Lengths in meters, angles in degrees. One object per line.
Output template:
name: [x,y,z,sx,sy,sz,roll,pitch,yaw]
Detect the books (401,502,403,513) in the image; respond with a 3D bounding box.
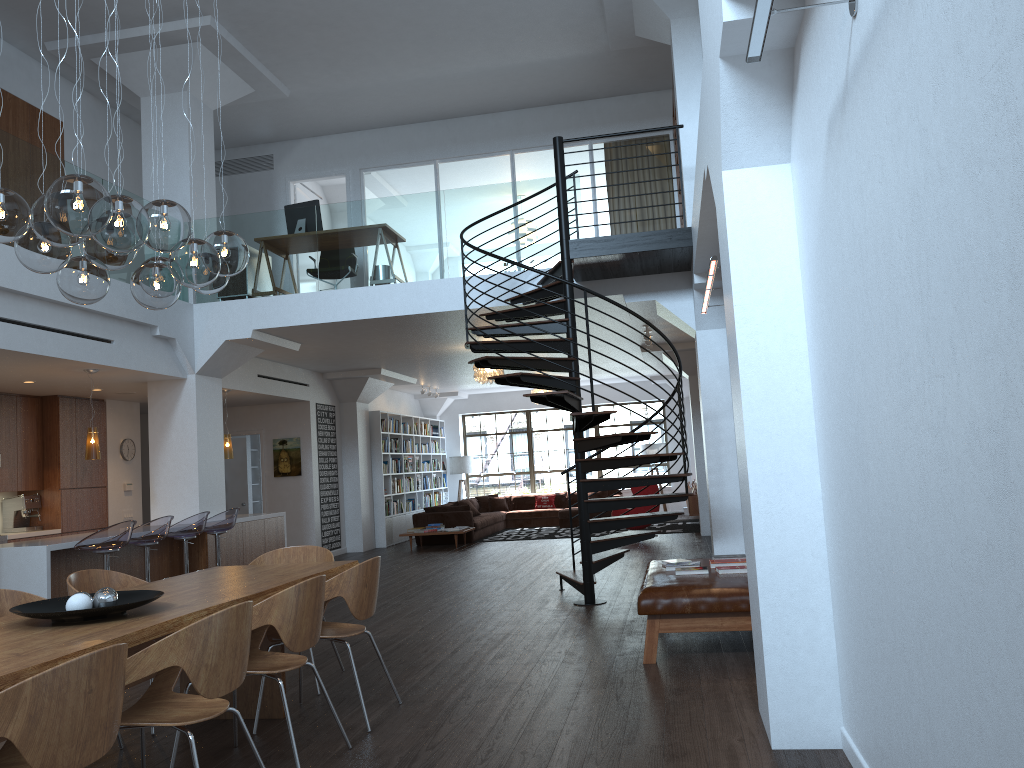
books: [-2.158,2.319,16.719,0.174,0.236,0.142,-4,-5,10]

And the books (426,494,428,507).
books: [-1.840,2.432,18.431,0.176,0.290,0.053,-4,-5,10]

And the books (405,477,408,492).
books: [-2.112,1.945,17.120,0.176,0.290,0.053,-4,-5,10]

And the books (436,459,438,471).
books: [-1.713,1.783,19.454,0.183,0.253,0.042,-5,-5,10]

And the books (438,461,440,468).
books: [-1.678,1.818,19.594,0.161,0.207,0.135,-4,-5,10]

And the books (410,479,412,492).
books: [-2.061,1.982,17.351,0.183,0.253,0.034,-4,-5,10]

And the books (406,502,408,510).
books: [-2.082,2.377,17.120,0.134,0.184,0.030,-5,-5,10]

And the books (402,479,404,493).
books: [-2.159,1.942,16.860,0.183,0.253,0.034,-5,-5,10]

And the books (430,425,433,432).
books: [-1.818,1.018,19.290,0.183,0.253,0.042,-5,-5,10]

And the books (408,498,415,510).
books: [-1.993,2.392,17.597,0.140,0.231,0.042,-5,-5,10]

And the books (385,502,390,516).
books: [-2.301,2.248,15.965,0.183,0.253,0.042,-5,-5,10]

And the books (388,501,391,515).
books: [-2.285,2.255,16.046,0.180,0.251,0.048,-5,-5,10]

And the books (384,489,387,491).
books: [-2.364,1.908,15.904,0.174,0.032,0.254,-4,-5,5]

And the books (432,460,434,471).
books: [-1.770,1.761,19.108,0.174,0.240,0.054,-5,-5,10]

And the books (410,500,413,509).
books: [-2.014,2.393,17.430,0.146,0.202,0.027,-5,-5,10]

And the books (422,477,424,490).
books: [-1.905,2.053,18.217,0.182,0.255,0.077,-5,-5,10]

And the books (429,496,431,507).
books: [-1.807,2.473,18.624,0.174,0.240,0.045,-4,-5,10]

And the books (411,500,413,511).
books: [-2.028,2.391,17.405,0.146,0.202,0.027,-5,-5,10]

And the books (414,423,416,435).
books: [-2.046,0.920,17.972,0.174,0.236,0.136,-4,-5,10]

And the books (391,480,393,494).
books: [-2.280,1.893,16.225,0.189,0.247,0.057,-5,-5,10]

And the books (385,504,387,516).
books: [-2.319,2.250,15.810,0.161,0.223,0.032,-5,-5,10]

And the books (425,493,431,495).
books: [-1.794,2.454,18.699,0.176,0.290,0.036,-4,-5,10]

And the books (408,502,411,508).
books: [-2.035,2.398,17.315,0.126,0.173,0.032,-5,-5,10]

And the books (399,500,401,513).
books: [-2.174,2.303,16.632,0.183,0.253,0.042,-5,-5,10]

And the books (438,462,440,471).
books: [-1.697,1.799,19.541,0.174,0.236,0.142,-4,-5,10]

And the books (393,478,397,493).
books: [-2.236,1.894,16.492,0.176,0.290,0.053,-5,-5,10]

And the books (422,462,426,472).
books: [-1.874,1.728,18.506,0.140,0.206,0.042,-5,-5,10]

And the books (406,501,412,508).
books: [-2.028,2.394,17.372,0.139,0.191,0.036,-5,-5,10]

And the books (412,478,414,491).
books: [-2.042,1.998,17.531,0.183,0.253,0.034,-4,-5,10]

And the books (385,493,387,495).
books: [-2.357,1.975,15.902,0.197,0.035,0.284,-4,-5,0]

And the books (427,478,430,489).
books: [-1.826,2.095,18.651,0.174,0.242,0.105,-5,-5,10]

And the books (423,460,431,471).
books: [-1.807,1.745,18.869,0.140,0.231,0.042,-5,-5,10]

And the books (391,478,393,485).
books: [-2.255,1.871,16.274,0.140,0.298,0.044,-5,-5,10]

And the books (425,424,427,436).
books: [-1.898,0.977,18.781,0.183,0.253,0.034,-5,-5,10]

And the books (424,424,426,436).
books: [-1.910,0.974,18.700,0.171,0.246,0.057,-5,-5,10]

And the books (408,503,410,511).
books: [-2.050,2.393,17.215,0.120,0.167,0.020,-5,-5,10]

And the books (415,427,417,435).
books: [-2.027,0.938,18.023,0.161,0.207,0.130,-4,-5,9]

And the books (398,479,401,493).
books: [-2.194,1.929,16.694,0.183,0.253,0.034,-5,-5,10]

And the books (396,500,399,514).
books: [-2.200,2.294,16.508,0.160,0.251,0.039,-5,-5,10]

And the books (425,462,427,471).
books: [-1.862,1.738,18.544,0.139,0.191,0.036,-5,-5,10]

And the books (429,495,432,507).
books: [-1.790,2.469,18.661,0.183,0.253,0.034,-4,-5,10]

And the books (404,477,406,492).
books: [-2.140,1.940,17.013,0.198,0.284,0.066,-4,-5,10]

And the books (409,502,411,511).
books: [-2.040,2.398,17.287,0.122,0.169,0.023,-5,-5,10]

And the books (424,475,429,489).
books: [-1.849,2.064,18.568,0.176,0.293,0.125,-5,-5,10]

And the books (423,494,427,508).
books: [-1.868,2.426,18.324,0.198,0.284,0.066,-4,-5,10]

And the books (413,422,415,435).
books: [-2.061,0.904,17.887,0.183,0.253,0.042,-5,-5,10]

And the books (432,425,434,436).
books: [-1.804,1.022,19.332,0.183,0.253,0.042,-5,-5,10]

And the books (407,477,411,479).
books: [-2.065,1.967,17.388,0.176,0.290,0.036,-4,-5,10]

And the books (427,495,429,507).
books: [-1.831,2.453,18.471,0.183,0.253,0.034,-4,-5,10]

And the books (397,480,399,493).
books: [-2.206,1.925,16.613,0.171,0.246,0.057,-5,-5,10]

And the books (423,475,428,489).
books: [-1.864,2.060,18.508,0.197,0.290,0.136,-5,-5,10]

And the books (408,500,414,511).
books: [-2.004,2.400,17.511,0.146,0.202,0.027,-5,-5,10]

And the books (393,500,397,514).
books: [-2.221,2.282,16.398,0.183,0.253,0.042,-5,-5,10]

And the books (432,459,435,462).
books: [-1.760,1.764,19.220,0.183,0.253,0.042,-5,-5,10]

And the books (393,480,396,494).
books: [-2.247,1.909,16.408,0.171,0.246,0.057,-5,-5,10]

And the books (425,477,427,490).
books: [-1.865,2.070,18.401,0.182,0.253,0.098,-5,-5,10]

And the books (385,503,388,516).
books: [-2.311,2.245,15.853,0.174,0.240,0.054,-5,-5,10]

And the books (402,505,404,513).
books: [-2.139,2.338,16.772,0.161,0.207,0.135,-4,-5,10]

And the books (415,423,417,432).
books: [-2.025,0.924,18.106,0.160,0.251,0.031,-5,-5,10]
